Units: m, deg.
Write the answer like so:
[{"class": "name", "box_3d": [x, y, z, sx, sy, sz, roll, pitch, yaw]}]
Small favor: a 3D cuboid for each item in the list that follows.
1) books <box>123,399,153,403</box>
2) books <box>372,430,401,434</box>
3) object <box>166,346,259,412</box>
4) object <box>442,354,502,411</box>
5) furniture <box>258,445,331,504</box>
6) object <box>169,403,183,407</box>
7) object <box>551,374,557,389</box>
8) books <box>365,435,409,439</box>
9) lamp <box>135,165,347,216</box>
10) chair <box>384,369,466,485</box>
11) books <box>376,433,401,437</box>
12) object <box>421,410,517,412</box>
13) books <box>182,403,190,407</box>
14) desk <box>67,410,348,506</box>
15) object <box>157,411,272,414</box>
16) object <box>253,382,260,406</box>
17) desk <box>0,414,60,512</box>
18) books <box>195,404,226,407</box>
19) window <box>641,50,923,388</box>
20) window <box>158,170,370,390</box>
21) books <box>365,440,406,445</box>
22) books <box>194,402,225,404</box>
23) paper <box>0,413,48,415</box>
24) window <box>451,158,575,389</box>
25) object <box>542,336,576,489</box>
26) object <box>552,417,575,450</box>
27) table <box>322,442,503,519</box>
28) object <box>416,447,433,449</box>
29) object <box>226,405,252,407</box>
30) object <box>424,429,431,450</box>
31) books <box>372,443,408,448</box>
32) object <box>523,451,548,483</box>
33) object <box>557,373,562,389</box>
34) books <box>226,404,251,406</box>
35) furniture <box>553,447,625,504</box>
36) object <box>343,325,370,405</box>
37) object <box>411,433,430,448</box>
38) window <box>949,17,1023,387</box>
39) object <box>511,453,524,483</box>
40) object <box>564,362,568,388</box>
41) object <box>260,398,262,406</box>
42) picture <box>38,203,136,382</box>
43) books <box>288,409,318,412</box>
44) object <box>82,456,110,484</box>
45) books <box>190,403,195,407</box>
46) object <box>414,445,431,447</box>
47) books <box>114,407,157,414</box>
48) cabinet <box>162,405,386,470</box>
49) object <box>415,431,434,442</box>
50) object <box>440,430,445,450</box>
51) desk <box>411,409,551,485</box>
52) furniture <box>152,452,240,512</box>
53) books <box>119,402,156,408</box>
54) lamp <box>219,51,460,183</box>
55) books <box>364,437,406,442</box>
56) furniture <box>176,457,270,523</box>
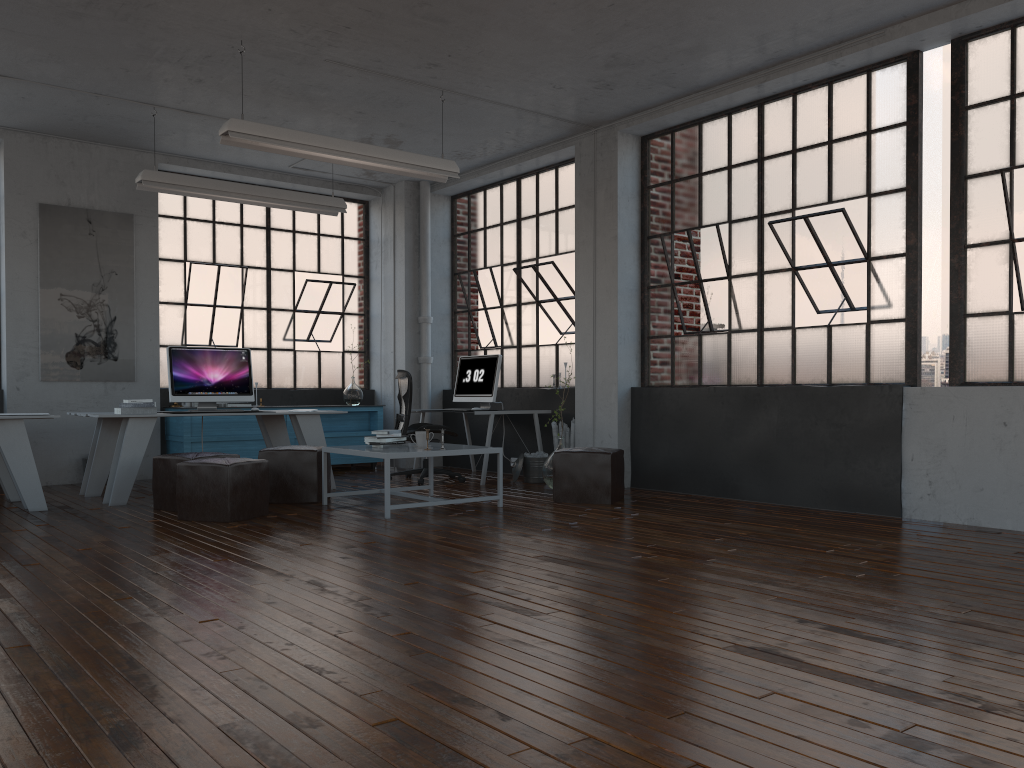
[{"class": "books", "box_3d": [-2.979, 0.135, 7.058, 0.185, 0.030, 0.153, 0, -1, -38]}, {"class": "books", "box_3d": [-0.953, 0.363, 6.711, 0.141, 0.026, 0.202, 0, -1, 22]}, {"class": "object", "box_3d": [-2.539, -0.042, 7.560, 0.714, 0.553, 0.377, 0, 0, -37]}, {"class": "object", "box_3d": [-0.414, -0.013, 8.908, 0.377, 0.553, 0.714, 0, 0, -37]}, {"class": "furniture", "box_3d": [-1.732, 0.722, 7.089, 0.503, 0.461, 0.503, 0, 0, 0]}, {"class": "object", "box_3d": [-3.437, 0.119, 9.062, 0.132, 0.237, 0.132, 0, 1, 18]}, {"class": "object", "box_3d": [0.420, -0.029, 8.876, 0.055, 0.153, 0.055, 0, 1, 11]}, {"class": "books", "box_3d": [-0.954, 0.402, 6.747, 0.275, 0.014, 0.200, 0, -1, -38]}, {"class": "lamp", "box_3d": [-2.352, -1.723, 7.901, 1.877, 0.205, 0.202, 0, 0, -38]}, {"class": "chair", "box_3d": [-0.855, 0.405, 8.641, 0.792, 1.086, 0.770, 0, 1, -34]}, {"class": "books", "box_3d": [-0.934, 0.387, 6.723, 0.184, 0.026, 0.125, 0, -1, -8]}, {"class": "object", "box_3d": [-0.417, 0.270, 8.912, 0.687, 0.008, 0.848, 0, -1, -37]}, {"class": "books", "box_3d": [-3.337, 0.112, 9.071, 0.032, 0.239, 0.172, -1, 1, -38]}, {"class": "desk", "box_3d": [-2.615, 0.592, 7.713, 2.077, 0.704, 1.075, 0, 0, -38]}, {"class": "object", "box_3d": [-2.538, 0.241, 7.561, 0.848, 0.008, 0.687, 0, -1, -37]}, {"class": "object", "box_3d": [-2.763, 0.112, 9.590, 0.084, 0.256, 0.084, 0, 1, 29]}, {"class": "desk", "box_3d": [-4.440, 0.577, 6.280, 2.056, 0.697, 1.064, 0, 0, -38]}, {"class": "books", "box_3d": [-3.065, 0.218, 8.996, 0.258, 0.032, 0.191, 0, -1, -36]}, {"class": "window", "box_3d": [1.980, -1.107, 7.054, 0.669, 2.392, 2.590, -1, 0, -38]}, {"class": "window", "box_3d": [-2.727, -1.065, 9.936, 2.590, 2.392, 0.669, 0, 1, -38]}, {"class": "books", "box_3d": [-0.965, 0.444, 6.744, 0.274, 0.025, 0.210, 0, -1, -18]}, {"class": "books", "box_3d": [-3.068, 0.190, 8.986, 0.242, 0.023, 0.191, 0, -1, -40]}, {"class": "paper", "box_3d": [-3.695, 0.225, 6.629, 0.428, 0.001, 0.484, 0, -1, -28]}, {"class": "window", "box_3d": [0.079, -1.076, 9.475, 0.669, 2.392, 2.590, -1, 0, -38]}, {"class": "object", "box_3d": [0.428, 0.248, 7.540, 0.330, 1.340, 0.618, 0, 1, -2]}, {"class": "object", "box_3d": [0.526, 0.627, 8.476, 0.293, 0.628, 0.274, 0, 1, 4]}, {"class": "table", "box_3d": [-0.760, 0.699, 6.692, 0.991, 0.445, 0.972, 0, 0, -38]}, {"class": "object", "box_3d": [-0.652, 0.473, 6.557, 0.137, 0.003, 0.137, 0, -1, -17]}, {"class": "object", "box_3d": [-2.848, 0.228, 9.162, 0.253, 0.014, 0.187, 0, -1, -38]}, {"class": "object", "box_3d": [-0.607, 0.400, 6.381, 0.052, 0.148, 0.052, 0, 1, 3]}, {"class": "books", "box_3d": [-0.931, 0.467, 6.755, 0.218, 0.028, 0.171, 0, -1, -38]}, {"class": "object", "box_3d": [0.241, 0.791, 8.509, 0.290, 0.294, 0.290, 0, 0, 10]}, {"class": "object", "box_3d": [0.480, -0.033, 8.862, 0.066, 0.160, 0.066, 0, 1, -7]}, {"class": "books", "box_3d": [-2.852, 0.214, 9.160, 0.248, 0.014, 0.187, 0, -1, -40]}, {"class": "furniture", "box_3d": [0.614, 0.735, 7.051, 0.503, 0.461, 0.503, 0, 0, 19]}, {"class": "object", "box_3d": [-1.735, -0.224, 10.080, 0.434, 0.940, 0.231, 0, 1, 33]}, {"class": "object", "box_3d": [-0.671, 0.418, 6.545, 0.129, 0.109, 0.101, 0, 0, -30]}, {"class": "window", "box_3d": [3.711, -1.135, 4.847, 0.669, 2.392, 2.590, -1, 0, -38]}, {"class": "object", "box_3d": [0.048, 0.802, 8.464, 0.107, 0.281, 0.293, 0, 0, -13]}, {"class": "object", "box_3d": [0.532, -0.085, 8.791, 0.084, 0.256, 0.084, 0, 1, -16]}, {"class": "object", "box_3d": [-2.676, 0.196, 9.449, 0.088, 0.085, 0.088, 0, 0, -34]}, {"class": "picture", "box_3d": [-4.054, -0.851, 8.483, 0.853, 1.651, 0.025, -1, 1, -38]}, {"class": "books", "box_3d": [-1.852, 0.235, 7.854, 0.205, 0.019, 0.243, 0, -1, 2]}, {"class": "object", "box_3d": [-3.929, 0.792, 8.430, 0.292, 0.308, 0.292, 0, 0, -10]}, {"class": "books", "box_3d": [-3.298, 0.112, 9.088, 0.053, 0.241, 0.172, -1, 1, -38]}, {"class": "object", "box_3d": [-0.689, 0.476, 6.820, 0.137, 0.003, 0.137, 0, -1, -17]}, {"class": "books", "box_3d": [-2.997, 0.213, 7.056, 0.271, 0.050, 0.200, 0, -1, -38]}, {"class": "cabinet", "box_3d": [-2.506, 0.604, 9.553, 2.262, 0.733, 0.626, 0, 0, -38]}, {"class": "object", "box_3d": [-0.680, 0.422, 6.827, 0.129, 0.109, 0.101, 0, 0, -30]}, {"class": "object", "box_3d": [-0.502, 0.398, 6.424, 0.055, 0.153, 0.055, 0, 1, 29]}, {"class": "desk", "box_3d": [-0.356, 0.606, 8.963, 0.933, 0.688, 1.226, 0, 0, -38]}, {"class": "furniture", "box_3d": [-2.346, 0.728, 6.605, 0.480, 0.439, 0.479, 0, 0, 31]}, {"class": "books", "box_3d": [-2.971, 0.166, 7.046, 0.257, 0.044, 0.193, 0, -1, -18]}, {"class": "lamp", "box_3d": [-1.203, -1.945, 6.523, 1.877, 0.629, 0.202, 0, 0, -38]}, {"class": "books", "box_3d": [-0.963, 0.420, 6.744, 0.200, 0.031, 0.272, 0, -1, 27]}, {"class": "furniture", "box_3d": [-1.986, 0.726, 6.108, 0.471, 0.431, 0.470, 0, 0, 21]}]
